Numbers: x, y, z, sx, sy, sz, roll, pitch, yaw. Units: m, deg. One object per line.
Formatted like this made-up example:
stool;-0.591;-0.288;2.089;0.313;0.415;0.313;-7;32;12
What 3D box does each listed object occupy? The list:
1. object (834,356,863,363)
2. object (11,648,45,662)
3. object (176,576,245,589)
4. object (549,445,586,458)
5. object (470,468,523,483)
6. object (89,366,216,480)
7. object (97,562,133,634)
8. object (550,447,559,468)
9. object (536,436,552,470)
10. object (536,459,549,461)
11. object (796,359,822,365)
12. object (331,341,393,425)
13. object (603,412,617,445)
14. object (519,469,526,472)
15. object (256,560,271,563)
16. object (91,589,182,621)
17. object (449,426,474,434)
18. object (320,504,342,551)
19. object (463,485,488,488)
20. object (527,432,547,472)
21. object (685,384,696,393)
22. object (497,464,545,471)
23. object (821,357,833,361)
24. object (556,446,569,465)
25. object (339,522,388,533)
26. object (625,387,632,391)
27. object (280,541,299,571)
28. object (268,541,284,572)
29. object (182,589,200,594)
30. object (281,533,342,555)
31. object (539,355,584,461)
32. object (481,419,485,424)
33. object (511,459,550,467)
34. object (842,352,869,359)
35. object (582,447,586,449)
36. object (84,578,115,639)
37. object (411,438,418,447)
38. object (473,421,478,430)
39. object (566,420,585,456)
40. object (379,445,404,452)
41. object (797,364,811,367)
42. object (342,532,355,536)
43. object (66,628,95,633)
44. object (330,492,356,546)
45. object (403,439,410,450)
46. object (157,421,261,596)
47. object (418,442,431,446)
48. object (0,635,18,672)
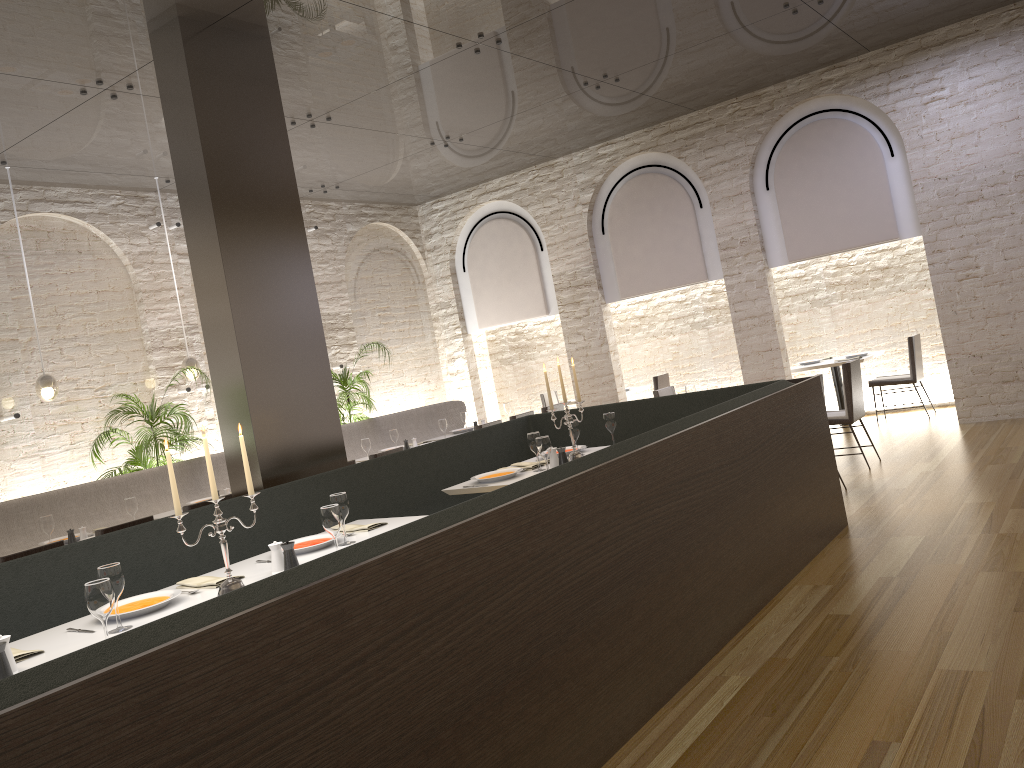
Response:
object;3.747;-0.273;9.874;0.272;0.033;0.143;-10;2;35
object;-1.719;0.921;2.994;0.272;0.033;0.143;-10;2;35
object;-1.249;0.816;3.666;0.272;0.033;0.143;-10;2;35
object;0.338;0.457;5.892;0.320;0.036;0.322;-10;2;31
object;-0.088;0.552;5.283;0.321;0.036;0.322;-10;1;11
object;-3.248;0.861;8.229;1.147;1.976;1.186;-10;0;-14
object;-1.395;0.750;3.109;0.086;0.231;0.087;-11;-1;36
object;0.253;0.443;5.369;0.069;0.127;0.068;-10;0;-13
object;0.188;0.408;4.932;0.087;0.231;0.086;-10;-1;-19
object;0.232;0.490;5.752;0.184;0.010;0.017;-10;1;36
object;3.523;-0.254;10.479;0.322;0.036;0.321;-11;1;-19
object;-1.829;0.545;10.230;1.143;1.976;1.190;-11;0;16
object;0.647;0.302;5.742;0.086;0.231;0.086;-11;-1;6
object;0.016;0.536;5.442;0.181;0.015;0.038;-9;2;37
object;-1.063;0.779;3.899;0.184;0.010;0.017;-10;1;36
object;-1.423;0.849;3.373;0.323;0.036;0.320;-12;2;-35
object;-0.544;0.519;9.890;0.322;0.036;0.321;-11;1;-17
object;-0.726;0.612;3.624;0.087;0.231;0.086;-10;-1;-43
object;-0.210;0.589;5.120;0.184;0.010;0.017;-10;1;36
object;0.147;0.406;5.315;0.087;0.231;0.086;-10;-1;-19
object;1.436;0.122;7.059;0.086;0.231;0.086;-10;-1;-25
object;0.053;0.526;5.528;0.272;0.033;0.143;-10;2;35
object;3.734;-0.293;10.748;0.272;0.033;0.143;-10;2;35
object;0.303;0.435;5.303;0.069;0.127;0.068;-10;0;-13
object;-0.758;0.707;4.368;0.272;0.033;0.143;-10;2;35
object;1.470;0.091;11.959;0.322;0.036;0.321;-11;1;-19
object;-0.909;0.704;3.625;0.068;0.127;0.069;-11;0;29
object;-0.973;0.715;3.676;0.068;0.127;0.069;-11;0;29
object;-1.308;0.831;3.549;0.181;0.015;0.038;-9;2;37
object;-0.938;0.741;4.067;0.320;0.036;0.322;-10;2;31
object;0.335;0.151;5.411;0.391;0.657;0.131;-10;-1;-44
object;-0.312;0.441;9.690;0.059;0.109;0.059;-10;0;-19
object;0.141;0.507;5.654;0.272;0.033;0.143;-10;2;35
object;3.953;-0.326;10.167;0.322;0.036;0.321;-11;1;-19
object;0.438;0.442;6.047;0.181;0.015;0.038;-9;2;37
object;-1.296;0.739;2.810;0.086;0.231;0.086;-10;-1;-12
object;-0.962;0.586;8.760;0.059;0.109;0.059;-10;0;-19
object;-0.394;0.456;9.694;0.059;0.109;0.059;-10;0;-19
object;0.407;0.348;5.686;0.087;0.231;0.086;-10;-1;-19
object;-1.194;0.664;8.959;0.322;0.036;0.321;-11;1;-17
object;3.417;-0.220;10.332;0.184;0.010;0.017;-10;1;36
object;-0.817;0.722;4.251;0.181;0.015;0.038;-9;2;37
object;-1.554;0.889;3.197;0.184;0.010;0.017;-10;1;36
object;-0.767;0.610;4.007;0.087;0.231;0.086;-10;-1;-43
object;-1.045;0.601;8.763;0.059;0.109;0.059;-10;0;-19
object;-1.111;0.473;3.343;0.391;0.657;0.131;-10;-1;-44
object;-0.765;0.592;8.647;0.322;0.036;0.321;-11;1;-17
object;-1.608;0.855;2.799;0.069;0.127;0.068;-10;0;-31
